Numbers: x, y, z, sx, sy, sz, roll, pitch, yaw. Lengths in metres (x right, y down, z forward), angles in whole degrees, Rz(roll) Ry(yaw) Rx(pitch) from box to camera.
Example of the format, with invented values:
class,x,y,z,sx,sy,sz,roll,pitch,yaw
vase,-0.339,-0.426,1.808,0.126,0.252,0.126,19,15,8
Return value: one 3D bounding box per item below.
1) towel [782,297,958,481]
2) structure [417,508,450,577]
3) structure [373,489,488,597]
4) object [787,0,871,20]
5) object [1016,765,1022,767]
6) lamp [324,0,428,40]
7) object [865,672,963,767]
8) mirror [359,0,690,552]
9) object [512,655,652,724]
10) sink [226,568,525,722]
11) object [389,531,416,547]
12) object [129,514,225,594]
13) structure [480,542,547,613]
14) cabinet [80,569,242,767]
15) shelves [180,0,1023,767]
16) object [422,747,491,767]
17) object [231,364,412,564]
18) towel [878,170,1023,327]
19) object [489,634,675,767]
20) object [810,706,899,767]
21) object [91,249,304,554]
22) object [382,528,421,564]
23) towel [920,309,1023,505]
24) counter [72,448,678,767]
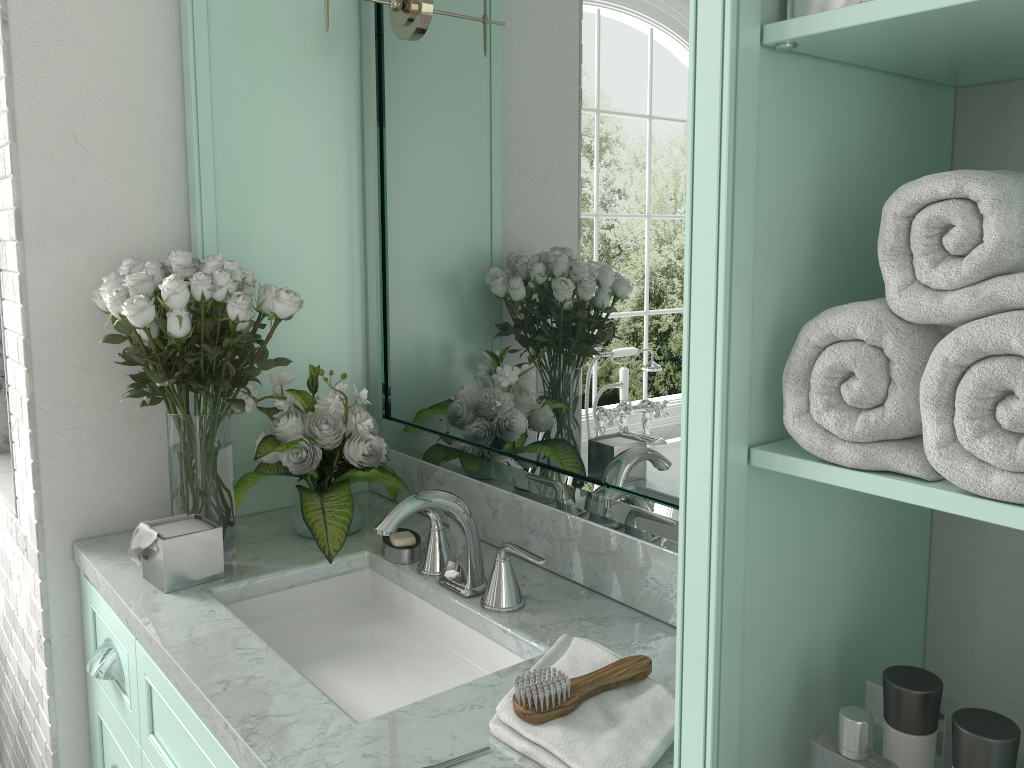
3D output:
class,x,y,z,sx,sy,sz,roll,pitch,yaw
towel,0.420,-0.013,0.895,0.312,0.162,0.154,-7,11,-38
structure,-0.182,0.312,1.811,0.157,0.121,0.083,6,10,36
structure,-0.140,0.297,1.640,0.103,0.204,0.235,6,10,41
object,0.344,-0.394,0.826,0.122,0.105,0.118,-5,10,-32
object,0.472,0.497,0.907,0.439,0.008,0.351,-7,12,-37
lamp,-0.356,-1.012,1.935,0.309,0.485,0.183,-6,10,-39
object,0.439,0.412,0.978,0.035,0.150,0.093,-5,9,-35
mirror,0.066,-0.714,1.665,0.015,1.923,1.440,-6,9,-38
object,0.105,0.415,1.239,0.228,0.044,0.068,-5,10,-29
sink,-0.260,0.483,1.579,0.347,0.078,0.604,-7,12,-37
object,-0.230,0.326,1.864,0.051,0.022,0.077,-3,10,-17
object,-0.668,0.328,1.748,0.147,0.112,0.136,-8,11,-42
structure,0.013,0.347,1.597,0.157,0.121,0.083,6,10,36
cabinet,0.200,1.069,1.177,0.865,1.092,2.807,-6,11,-37
shelves,0.301,-0.573,1.055,0.466,2.112,2.818,-6,10,-38
object,-0.114,0.483,1.121,0.075,0.007,0.176,9,13,43
object,-0.422,0.145,2.014,0.395,0.400,0.454,-6,10,-36
towel,0.478,-0.127,0.827,0.299,0.142,0.169,-7,11,-38
object,0.102,0.447,1.222,0.240,0.055,0.318,-8,12,-41
object,0.346,0.415,0.902,0.035,0.169,0.093,-6,9,-38
object,-0.668,0.041,1.892,0.392,0.650,0.357,-4,8,-26
object,-0.235,0.344,1.885,0.080,0.035,0.134,-3,10,-20
towel,0.503,0.006,0.785,0.305,0.159,0.161,-7,11,-38
counter,0.214,0.440,1.114,0.825,0.180,2.817,-7,12,-37
